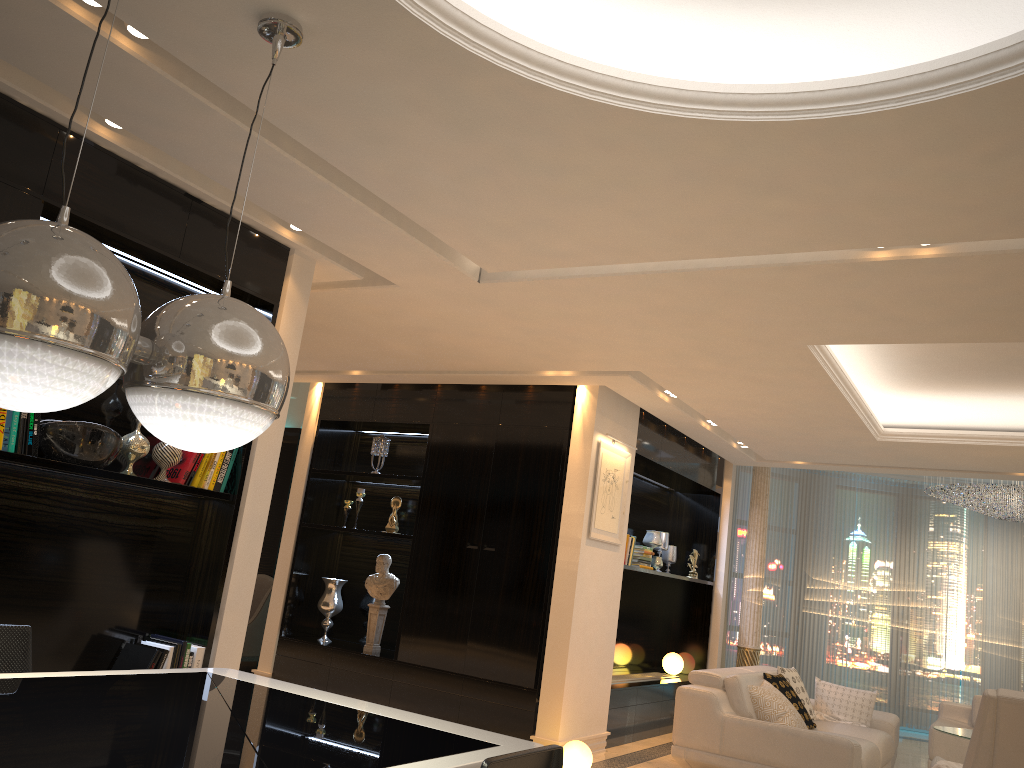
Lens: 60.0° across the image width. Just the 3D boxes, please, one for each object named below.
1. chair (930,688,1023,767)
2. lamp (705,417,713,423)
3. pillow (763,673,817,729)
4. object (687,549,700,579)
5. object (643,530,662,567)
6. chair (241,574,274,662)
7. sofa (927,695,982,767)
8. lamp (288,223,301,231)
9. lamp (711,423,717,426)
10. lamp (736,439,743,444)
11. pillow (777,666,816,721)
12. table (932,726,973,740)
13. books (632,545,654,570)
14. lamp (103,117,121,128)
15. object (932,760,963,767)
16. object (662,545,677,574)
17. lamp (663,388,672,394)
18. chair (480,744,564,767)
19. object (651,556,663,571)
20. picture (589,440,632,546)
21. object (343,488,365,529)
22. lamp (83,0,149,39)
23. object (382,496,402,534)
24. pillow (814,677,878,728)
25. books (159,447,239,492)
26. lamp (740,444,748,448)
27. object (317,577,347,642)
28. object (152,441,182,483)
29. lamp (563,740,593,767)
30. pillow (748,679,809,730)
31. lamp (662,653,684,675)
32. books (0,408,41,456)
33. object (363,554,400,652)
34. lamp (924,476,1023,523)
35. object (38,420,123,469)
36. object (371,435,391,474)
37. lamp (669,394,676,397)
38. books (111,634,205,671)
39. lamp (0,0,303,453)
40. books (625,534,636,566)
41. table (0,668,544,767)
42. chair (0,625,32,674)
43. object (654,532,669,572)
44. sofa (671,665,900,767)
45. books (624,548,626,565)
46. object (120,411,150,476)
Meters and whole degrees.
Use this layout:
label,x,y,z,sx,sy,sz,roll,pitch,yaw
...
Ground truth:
label,x,y,z,sx,sy,sz,roll,pitch,yaw
chair,2.572,2.016,4.346,1.027,0.991,0.983,1,-14,30
lamp,1.675,0.260,7.437,0.107,0.127,0.107,-3,-16,41
pillow,2.052,2.322,6.511,0.323,0.355,0.524,0,-14,31
object,1.830,1.819,8.946,0.116,0.293,0.182,1,-14,28
object,1.319,1.580,8.369,0.181,0.381,0.181,2,-13,25
chair,-2.592,2.159,8.048,0.625,0.898,0.702,0,-14,32
sofa,4.418,2.874,6.594,2.328,0.754,1.145,1,-14,30
lamp,-1.011,-0.796,4.226,0.107,0.127,0.107,5,-12,12
lamp,1.735,0.290,7.539,0.107,0.127,0.107,5,-12,12
lamp,2.135,0.493,8.227,0.107,0.127,0.107,5,-12,12
pillow,2.240,2.421,6.919,0.255,0.399,0.526,1,-14,30
table,3.745,2.612,5.431,2.140,0.565,0.999,1,-14,29
books,1.108,1.542,7.897,0.260,0.197,0.296,0,-14,33
lamp,-1.501,-1.044,3.385,0.107,0.127,0.107,5,-12,12
object,2.750,2.223,4.246,0.972,0.580,1.347,12,-13,-21
object,1.596,1.808,9.035,0.147,0.317,0.147,0,-14,32
lamp,1.173,0.006,6.574,0.107,0.127,0.107,-3,-16,41
chair,-0.223,1.167,1.842,0.496,0.858,0.523,1,-14,30
object,1.377,1.723,8.449,0.119,0.154,0.119,-2,-16,40
picture,0.752,0.839,6.771,0.027,0.729,0.610,1,-14,30
object,-1.378,1.076,7.679,0.176,0.361,0.079,5,-12,12
lamp,-1.176,-1.155,2.665,0.107,0.127,0.271,1,-14,30
object,-0.994,1.107,7.491,0.116,0.318,0.113,1,-14,30
pillow,2.598,2.521,7.027,0.521,0.325,0.281,-2,-16,40
books,-1.431,0.361,4.049,0.189,0.238,0.290,1,-14,29
lamp,2.192,0.537,8.336,0.107,0.127,0.107,5,-12,12
object,-1.577,1.953,7.671,0.221,0.522,0.221,-1,-15,35
object,-1.485,0.130,3.918,0.121,0.612,0.121,2,-13,26
lamp,0.416,2.427,5.752,0.213,0.214,0.212,12,-13,-19
pillow,1.833,2.243,6.115,0.351,0.329,0.521,1,-14,30
lamp,1.623,2.819,8.940,0.212,0.214,0.213,10,-12,-8
books,-1.878,0.119,3.281,0.210,0.270,0.236,1,-14,30
object,-1.099,1.815,7.365,0.221,0.794,0.308,15,-14,-31
lamp,5.461,1.149,9.579,2.109,0.685,2.109,11,-12,-14
object,-1.718,0.243,3.523,0.193,0.177,0.375,0,-14,31
object,-1.136,0.606,7.587,0.155,0.347,0.155,5,-12,11
lamp,1.229,0.035,6.671,0.107,0.127,0.107,-3,-16,41
books,-1.555,1.246,3.825,0.222,0.296,0.345,1,-14,30
lamp,-1.077,-0.596,1.786,0.408,1.226,1.827,1,-14,30
books,0.916,1.405,7.520,0.212,0.261,0.210,1,-14,30
table,-1.230,0.993,1.438,1.293,0.759,3.031,1,-14,30
chair,-1.427,1.125,2.409,0.496,0.858,0.523,1,-14,30
object,1.472,1.691,8.833,0.156,0.426,0.156,-1,-15,35
sofa,2.095,2.537,6.496,1.145,0.754,2.328,1,-14,30
books,0.807,1.344,7.325,0.208,0.270,0.240,1,-14,30
object,-1.594,0.187,3.785,0.121,0.416,0.121,2,-13,26
